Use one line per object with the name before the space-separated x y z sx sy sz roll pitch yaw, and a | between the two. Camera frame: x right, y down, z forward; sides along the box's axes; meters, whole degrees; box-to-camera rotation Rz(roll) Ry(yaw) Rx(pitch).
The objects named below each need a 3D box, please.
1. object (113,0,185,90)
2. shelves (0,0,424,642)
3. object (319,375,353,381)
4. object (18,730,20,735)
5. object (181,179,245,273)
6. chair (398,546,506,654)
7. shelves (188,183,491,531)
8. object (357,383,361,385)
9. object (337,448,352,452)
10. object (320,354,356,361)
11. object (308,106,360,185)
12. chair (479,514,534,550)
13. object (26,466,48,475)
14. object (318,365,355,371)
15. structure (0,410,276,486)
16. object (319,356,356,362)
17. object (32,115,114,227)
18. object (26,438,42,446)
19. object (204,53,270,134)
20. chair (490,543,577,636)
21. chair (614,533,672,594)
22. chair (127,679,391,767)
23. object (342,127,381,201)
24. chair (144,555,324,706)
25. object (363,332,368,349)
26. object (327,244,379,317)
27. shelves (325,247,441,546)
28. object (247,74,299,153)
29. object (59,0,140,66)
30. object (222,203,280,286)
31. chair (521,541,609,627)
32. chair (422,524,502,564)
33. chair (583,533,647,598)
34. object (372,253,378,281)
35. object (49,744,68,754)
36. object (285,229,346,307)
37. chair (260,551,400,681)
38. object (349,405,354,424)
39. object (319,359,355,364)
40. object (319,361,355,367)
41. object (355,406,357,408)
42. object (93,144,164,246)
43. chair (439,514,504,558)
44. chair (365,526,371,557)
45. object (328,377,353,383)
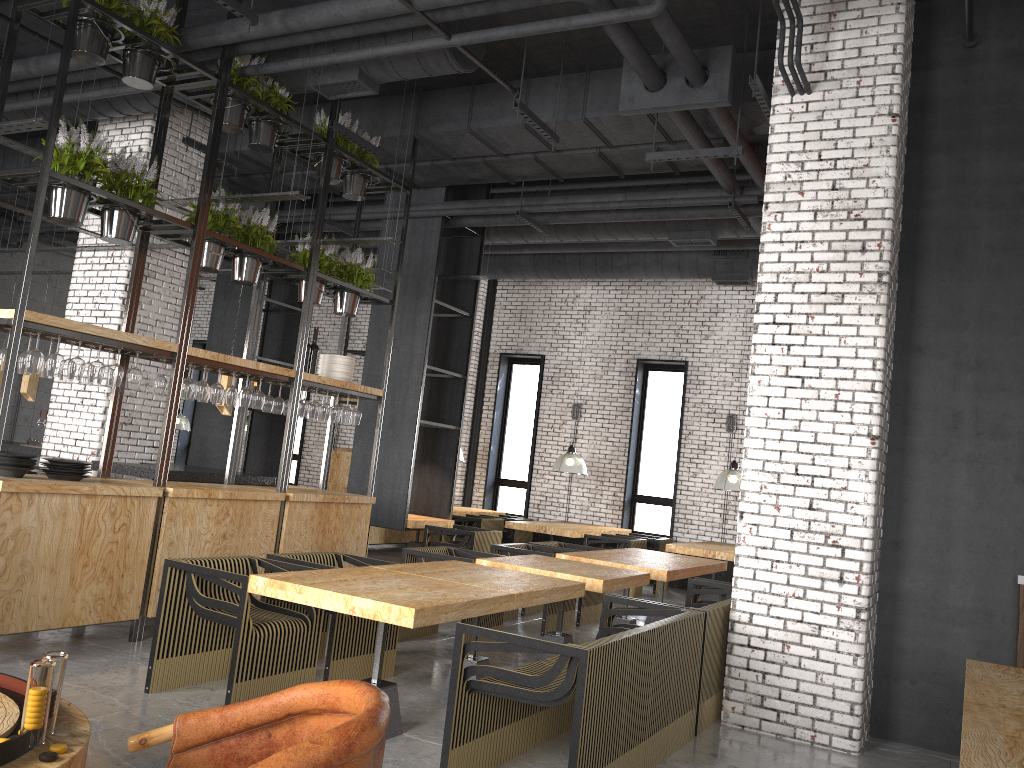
object | -2.581 -2.375 6.220 0.467 0.560 0.415 6 -6 7
shelves | -2.211 -0.670 6.931 0.690 5.030 3.649 3 -7 28
object | -1.635 -0.045 8.181 0.334 0.046 0.334 6 -6 9
object | -0.929 0.668 1.699 0.032 0.010 0.032 8 -6 -11
object | -2.317 -1.150 6.820 0.467 0.560 0.416 9 -7 -23
chair | -0.477 1.716 7.094 0.639 0.732 0.655 3 -7 27
shelves | -3.372 -0.632 11.858 6.150 4.377 1.000 3 -7 28
object | -2.110 0.024 13.026 0.335 0.039 0.334 6 -6 3
object | -2.264 0.985 12.937 0.411 0.050 0.410 4 -6 27
object | -1.613 -0.233 8.203 0.334 0.039 0.334 6 -6 2
object | -1.613 -2.094 7.971 0.416 0.560 0.466 6 -6 1
chair | -0.124 2.379 13.445 0.639 0.732 0.655 3 -7 26
object | -3.777 1.170 6.927 0.399 1.037 0.397 10 -7 -26
object | -1.623 -0.137 8.191 0.335 0.039 0.334 2 -7 36
structure | -6.022 0.859 8.648 5.879 1.537 4.299 3 -6 28
object | -1.615 -0.214 8.200 0.335 0.039 0.334 6 -6 3
object | -2.835 -1.316 5.722 0.467 0.560 0.416 9 -7 -21
object | -5.511 0.679 10.266 0.177 0.091 0.091 6 -6 3
object | -2.163 -2.258 6.927 0.415 0.560 0.467 12 -9 -43
chair | 0.197 1.916 8.352 0.639 0.732 0.655 3 -7 28
chair | 1.817 2.496 12.402 0.639 0.732 0.655 4 -7 25
chair | -0.564 1.104 1.815 0.643 0.931 0.680 7 -6 -9
object | -1.467 -2.036 8.393 0.415 0.560 0.467 11 -8 -37
chair | -1.538 1.393 5.013 0.639 0.732 0.655 3 -7 29
object | -1.994 -0.492 13.192 0.467 0.560 0.415 7 -6 -7
object | -1.518 -0.918 8.273 0.416 0.560 0.466 4 -7 22
shelves | -1.725 0.058 13.798 0.690 5.030 2.326 3 -7 28
object | -2.028 -2.207 7.295 0.467 0.560 0.415 4 -7 22
object | -2.775 -2.429 5.889 0.416 0.560 0.466 5 -6 15
object | -2.143 -1.092 7.215 0.416 0.560 0.466 7 -6 -4
chair | 0.557 2.027 9.072 0.639 0.732 0.655 3 -7 27
chair | -0.581 1.984 9.944 0.639 0.732 0.655 3 -7 27
chair | 1.314 2.351 11.504 0.639 0.732 0.655 3 -7 27
object | -1.911 -1.602 13.334 0.416 0.560 0.466 6 -6 2
object | -0.853 0.685 1.667 0.032 0.010 0.032 8 -6 -11
object | -1.772 -0.983 7.898 0.416 0.560 0.466 2 -8 36
chair | -1.173 1.505 5.742 0.639 0.732 0.655 3 -7 31
object | -2.361 0.437 12.877 0.101 0.268 0.101 10 -7 -25
object | -1.618 -0.195 8.198 0.334 0.044 0.334 7 -6 -1
object | -1.620 -0.176 8.196 0.334 0.041 0.334 7 -6 -2
object | -2.297 0.456 12.998 0.101 0.268 0.101 10 -7 -25
object | -2.704 -1.260 6.147 0.416 0.560 0.466 6 -6 5
chair | -0.583 2.236 12.524 0.639 0.732 0.655 3 -7 28
chair | -2.190 1.882 10.766 0.639 0.732 0.655 3 -7 31
object | -1.636 -0.025 8.178 0.335 0.033 0.334 2 -7 36
